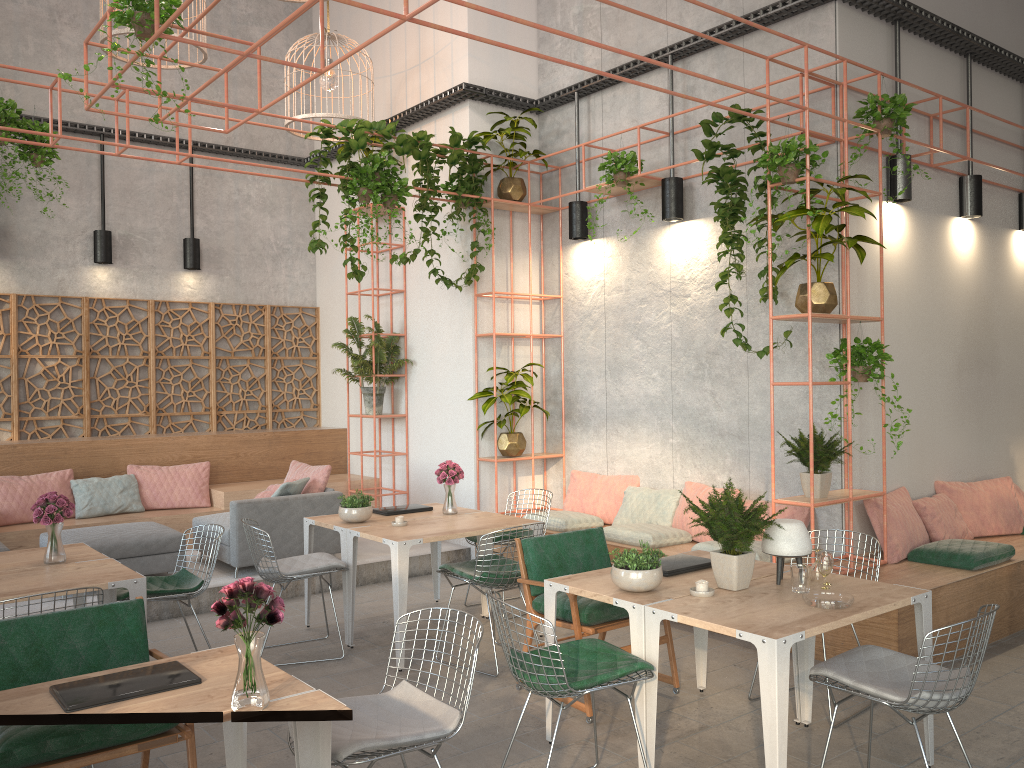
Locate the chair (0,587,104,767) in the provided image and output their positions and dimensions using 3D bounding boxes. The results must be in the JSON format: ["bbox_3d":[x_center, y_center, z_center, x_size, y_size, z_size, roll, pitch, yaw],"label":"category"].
[{"bbox_3d":[-2.287,1.397,4.199,0.565,0.941,0.717,-1,0,-42],"label":"chair"}]

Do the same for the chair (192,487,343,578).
[{"bbox_3d":[-2.291,1.323,8.297,1.052,0.672,1.127,-1,0,-38],"label":"chair"}]

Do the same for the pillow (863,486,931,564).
[{"bbox_3d":[2.941,1.059,6.749,0.276,0.474,0.839,-1,0,42],"label":"pillow"}]

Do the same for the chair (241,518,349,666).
[{"bbox_3d":[-1.481,1.381,6.094,0.717,0.941,0.565,-1,0,-22],"label":"chair"}]

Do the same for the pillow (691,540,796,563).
[{"bbox_3d":[1.738,1.262,6.646,0.491,0.149,0.637,-1,0,-37],"label":"pillow"}]

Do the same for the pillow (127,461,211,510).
[{"bbox_3d":[-3.616,1.076,9.341,0.839,0.474,0.276,-1,0,-18],"label":"pillow"}]

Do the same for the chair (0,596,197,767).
[{"bbox_3d":[-1.700,1.394,3.497,0.722,0.917,0.685,-1,0,-38],"label":"chair"}]

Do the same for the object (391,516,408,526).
[{"bbox_3d":[-0.798,0.967,6.291,0.115,0.078,0.115,-1,0,-32],"label":"object"}]

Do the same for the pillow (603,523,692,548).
[{"bbox_3d":[1.111,1.269,7.448,0.491,0.149,0.637,-1,0,-37],"label":"pillow"}]

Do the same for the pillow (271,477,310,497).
[{"bbox_3d":[-2.088,1.053,8.170,0.308,0.349,0.495,-1,0,12],"label":"pillow"}]

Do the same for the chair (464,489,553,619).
[{"bbox_3d":[-0.024,1.358,7.244,0.717,0.941,0.565,-1,0,-37],"label":"chair"}]

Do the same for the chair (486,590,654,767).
[{"bbox_3d":[0.258,1.361,3.871,0.717,0.941,0.565,-1,0,-22],"label":"chair"}]

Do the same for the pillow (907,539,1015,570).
[{"bbox_3d":[3.289,1.240,6.482,0.637,0.149,0.491,-1,0,-37],"label":"pillow"}]

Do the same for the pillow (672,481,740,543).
[{"bbox_3d":[1.596,1.075,7.440,0.276,0.474,0.839,-1,0,-18],"label":"pillow"}]

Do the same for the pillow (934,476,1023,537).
[{"bbox_3d":[3.977,1.043,7.504,0.839,0.474,0.276,-1,0,-18],"label":"pillow"}]

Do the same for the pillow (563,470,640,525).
[{"bbox_3d":[0.841,1.084,8.475,0.839,0.474,0.276,-1,0,42],"label":"pillow"}]

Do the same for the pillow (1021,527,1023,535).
[{"bbox_3d":[4.652,1.219,7.549,0.637,0.149,0.491,-1,0,-37],"label":"pillow"}]

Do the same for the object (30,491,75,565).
[{"bbox_3d":[-2.637,0.824,5.095,0.213,0.414,0.225,-1,0,44],"label":"object"}]

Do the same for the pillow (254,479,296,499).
[{"bbox_3d":[-2.323,1.075,8.559,0.479,0.317,0.441,-1,0,33],"label":"pillow"}]

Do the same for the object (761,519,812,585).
[{"bbox_3d":[1.351,0.828,4.363,0.241,0.313,0.241,-1,0,7],"label":"object"}]

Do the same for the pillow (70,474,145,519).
[{"bbox_3d":[-4.082,1.129,8.950,0.666,0.385,0.289,-1,0,-43],"label":"pillow"}]

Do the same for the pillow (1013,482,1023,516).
[{"bbox_3d":[4.470,1.082,7.918,0.666,0.385,0.289,-1,0,-43],"label":"pillow"}]

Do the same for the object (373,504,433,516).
[{"bbox_3d":[-0.867,0.986,6.961,0.427,0.031,0.268,-1,0,-38],"label":"object"}]

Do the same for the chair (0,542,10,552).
[{"bbox_3d":[-4.651,1.316,6.967,1.127,0.586,1.056,-1,0,-38],"label":"chair"}]

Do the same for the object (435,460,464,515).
[{"bbox_3d":[-0.479,0.790,6.784,0.213,0.414,0.225,-1,0,44],"label":"object"}]

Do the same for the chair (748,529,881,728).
[{"bbox_3d":[1.715,1.338,5.021,0.717,0.941,0.565,-1,0,-37],"label":"chair"}]

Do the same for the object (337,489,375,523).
[{"bbox_3d":[-1.142,0.883,6.474,0.254,0.247,0.248,-1,0,-38],"label":"object"}]

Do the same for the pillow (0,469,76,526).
[{"bbox_3d":[-4.625,1.092,8.552,0.276,0.474,0.839,-1,0,42],"label":"pillow"}]

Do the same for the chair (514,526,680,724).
[{"bbox_3d":[0.482,1.360,5.226,0.722,0.917,0.685,-1,0,-38],"label":"chair"}]

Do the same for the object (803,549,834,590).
[{"bbox_3d":[1.498,0.897,4.307,0.165,0.154,0.210,-1,0,42],"label":"object"}]

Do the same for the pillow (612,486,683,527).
[{"bbox_3d":[1.221,1.128,7.956,0.289,0.385,0.666,-1,0,-43],"label":"pillow"}]

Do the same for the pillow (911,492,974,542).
[{"bbox_3d":[3.461,1.097,7.128,0.666,0.385,0.289,-1,0,-43],"label":"pillow"}]

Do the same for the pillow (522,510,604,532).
[{"bbox_3d":[0.465,1.276,8.273,0.491,0.149,0.637,-1,0,-37],"label":"pillow"}]

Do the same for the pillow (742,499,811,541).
[{"bbox_3d":[2.011,1.119,6.947,0.289,0.385,0.666,-1,0,-43],"label":"pillow"}]

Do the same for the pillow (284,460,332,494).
[{"bbox_3d":[-2.040,1.006,8.630,0.273,0.476,0.836,-1,0,-38],"label":"pillow"}]

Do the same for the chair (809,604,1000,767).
[{"bbox_3d":[1.606,1.343,3.661,0.565,0.941,0.717,-1,0,-42],"label":"chair"}]

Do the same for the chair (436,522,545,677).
[{"bbox_3d":[-0.133,1.363,5.884,0.565,0.941,0.717,-1,0,-42],"label":"chair"}]

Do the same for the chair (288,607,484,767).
[{"bbox_3d":[-0.466,1.373,3.292,0.717,0.941,0.565,-1,0,-37],"label":"chair"}]

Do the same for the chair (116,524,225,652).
[{"bbox_3d":[-2.178,1.392,5.559,0.717,0.941,0.565,-1,0,-37],"label":"chair"}]
